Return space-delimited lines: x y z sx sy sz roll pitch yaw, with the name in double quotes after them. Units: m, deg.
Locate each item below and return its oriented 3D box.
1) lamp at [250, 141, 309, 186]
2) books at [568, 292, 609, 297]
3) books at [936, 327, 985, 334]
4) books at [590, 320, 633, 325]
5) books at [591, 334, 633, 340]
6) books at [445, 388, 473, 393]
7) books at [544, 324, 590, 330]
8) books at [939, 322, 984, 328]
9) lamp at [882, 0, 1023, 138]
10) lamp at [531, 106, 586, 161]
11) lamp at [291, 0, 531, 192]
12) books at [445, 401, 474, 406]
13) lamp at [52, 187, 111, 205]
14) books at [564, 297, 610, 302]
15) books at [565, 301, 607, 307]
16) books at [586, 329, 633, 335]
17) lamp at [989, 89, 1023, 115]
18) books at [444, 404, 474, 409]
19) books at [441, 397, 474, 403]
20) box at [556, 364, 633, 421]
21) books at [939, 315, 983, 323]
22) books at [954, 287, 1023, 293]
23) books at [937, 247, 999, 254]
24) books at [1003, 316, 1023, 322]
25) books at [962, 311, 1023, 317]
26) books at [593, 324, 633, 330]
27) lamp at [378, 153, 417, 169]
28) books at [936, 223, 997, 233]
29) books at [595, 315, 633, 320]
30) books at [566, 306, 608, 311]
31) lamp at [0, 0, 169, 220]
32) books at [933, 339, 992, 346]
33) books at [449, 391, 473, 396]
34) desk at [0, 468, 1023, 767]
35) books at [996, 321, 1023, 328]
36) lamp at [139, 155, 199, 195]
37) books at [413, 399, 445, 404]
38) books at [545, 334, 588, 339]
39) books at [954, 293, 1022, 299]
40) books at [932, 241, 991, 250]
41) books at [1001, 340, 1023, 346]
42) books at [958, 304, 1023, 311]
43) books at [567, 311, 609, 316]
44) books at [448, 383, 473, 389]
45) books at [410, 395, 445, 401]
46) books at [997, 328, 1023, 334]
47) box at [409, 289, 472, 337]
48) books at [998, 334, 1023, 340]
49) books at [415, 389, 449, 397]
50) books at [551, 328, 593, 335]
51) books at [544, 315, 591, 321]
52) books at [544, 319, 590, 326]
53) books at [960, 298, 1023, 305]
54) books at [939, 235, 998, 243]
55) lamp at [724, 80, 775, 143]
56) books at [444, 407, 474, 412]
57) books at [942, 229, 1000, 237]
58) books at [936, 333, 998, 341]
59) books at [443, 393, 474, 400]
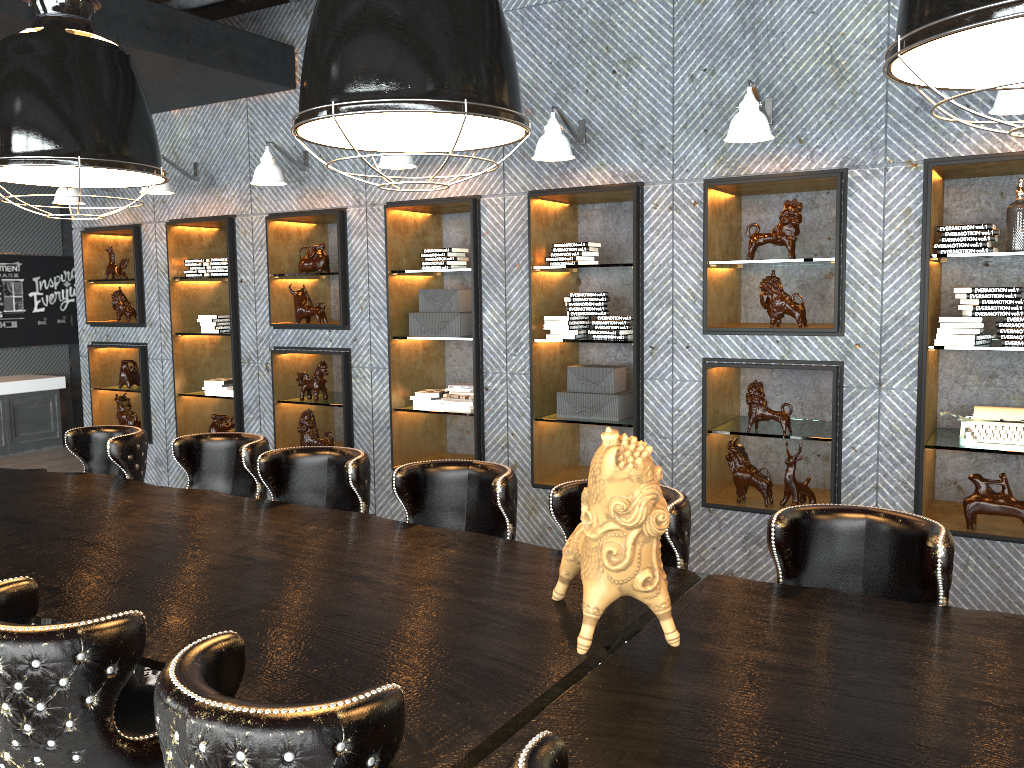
-1.567 -1.514 6.099 0.490 0.287 0.244 -6 8 -43 "lamp"
0.470 -0.550 5.456 0.245 0.028 0.194 0 6 6 "books"
2.232 -0.268 4.412 0.193 0.028 0.246 3 7 32 "books"
0.619 -0.377 5.405 0.245 0.028 0.194 1 6 21 "books"
0.638 -0.291 5.391 0.245 0.028 0.194 3 7 34 "books"
-0.314 0.036 5.932 0.206 0.020 0.197 3 7 32 "books"
0.341 -0.358 5.525 0.193 0.028 0.246 4 7 36 "books"
2.227 -0.295 4.401 0.193 0.028 0.246 2 7 25 "books"
0.982 -1.601 1.485 0.621 2.300 0.622 -2 6 -14 "lamp"
0.317 -1.406 4.991 0.490 0.287 0.244 -6 8 -43 "lamp"
-0.275 -1.661 2.226 0.621 2.300 0.622 -2 6 -14 "lamp"
-0.323 0.121 5.941 0.228 0.022 0.202 3 7 33 "books"
-3.493 -1.612 7.234 0.490 0.287 0.244 -6 8 -43 "lamp"
0.459 -0.521 5.450 0.245 0.028 0.194 -2 6 -8 "books"
0.456 -0.495 5.471 0.245 0.028 0.194 -1 6 1 "books"
0.605 -0.317 5.373 0.245 0.028 0.194 4 8 41 "books"
2.255 -1.322 3.848 0.490 0.287 0.244 -6 8 -43 "lamp"
-0.321 0.143 5.943 0.224 0.021 0.159 4 8 39 "books"
-0.325 0.101 5.933 0.264 0.019 0.205 3 7 30 "books"
0.501 0.051 5.506 0.419 0.315 0.323 3 7 30 "box"
2.226 -0.323 4.398 0.193 0.028 0.246 2 7 28 "books"
2.335 -0.462 4.357 0.245 0.028 0.194 -1 6 2 "books"
2.258 -0.656 4.390 0.245 0.028 0.194 3 7 35 "books"
2.515 -0.316 4.284 0.245 0.028 0.194 3 7 29 "books"
2.372 -0.350 4.365 0.245 0.028 0.194 1 6 14 "books"
0.646 -0.351 5.415 0.245 0.028 0.194 2 7 27 "books"
-0.623 -1.494 5.540 0.490 0.287 0.244 -6 8 -43 "lamp"
2.248 -0.769 4.384 0.245 0.028 0.194 3 7 33 "books"
0.656 -0.405 5.392 0.245 0.028 0.194 2 7 26 "books"
0.458 -0.463 5.436 0.245 0.028 0.194 -1 6 3 "books"
-1.532 -1.721 2.967 0.621 2.300 0.622 -2 6 -14 "lamp"
2.250 -0.213 4.426 0.245 0.028 0.193 -7 8 -44 "books"
-0.297 0.055 5.953 0.247 0.023 0.244 1 6 16 "books"
0.247 1.077 2.169 7.596 0.926 1.434 3 7 30 "desk"
2.497 -0.288 4.298 0.245 0.028 0.194 4 7 36 "books"
-2.560 -1.579 6.683 0.490 0.287 0.244 -6 8 -43 "lamp"
-0.560 0.113 6.121 0.227 0.024 0.166 -1 6 -1 "books"
0.342 -0.299 5.510 0.193 0.028 0.246 2 7 24 "books"
2.333 -0.433 4.355 0.245 0.028 0.194 0 6 11 "books"
2.228 -0.684 4.393 0.245 0.028 0.194 3 7 34 "books"
2.506 -0.201 4.278 0.245 0.028 0.194 3 7 31 "books"
2.334 -0.372 4.318 0.245 0.028 0.194 0 6 7 "books"
0.464 -0.435 5.445 0.245 0.028 0.194 -1 6 0 "books"
-0.307 0.012 5.952 0.212 0.024 0.185 2 7 25 "books"
-0.567 0.086 6.149 0.175 0.024 0.243 3 7 30 "books"
2.494 -0.259 4.291 0.245 0.028 0.194 3 7 32 "books"
-0.475 -0.485 6.016 0.419 0.315 0.298 3 7 30 "box"
2.505 -0.230 4.276 0.245 0.028 0.194 5 8 43 "books"
-0.546 0.063 6.112 0.179 0.029 0.225 1 6 16 "books"
0.376 -0.326 5.487 0.193 0.028 0.246 3 7 29 "books"
0.343 -0.412 5.505 0.193 0.028 0.246 4 8 37 "books"
0.350 -0.381 5.480 0.193 0.028 0.245 5 8 43 "books"
2.363 -0.404 4.347 0.245 0.028 0.194 -1 6 1 "books"
2.253 -0.711 4.375 0.245 0.028 0.194 3 7 32 "books"
1.254 -1.360 4.438 0.490 0.287 0.244 -6 8 -43 "lamp"
-0.318 0.164 5.935 0.228 0.023 0.167 3 7 31 "books"
2.267 -0.740 4.376 0.245 0.028 0.194 3 7 30 "books"
2.241 -0.236 4.371 0.245 0.028 0.194 -6 8 -38 "books"
-0.324 0.079 5.943 0.197 0.023 0.248 -6 8 -42 "books"
